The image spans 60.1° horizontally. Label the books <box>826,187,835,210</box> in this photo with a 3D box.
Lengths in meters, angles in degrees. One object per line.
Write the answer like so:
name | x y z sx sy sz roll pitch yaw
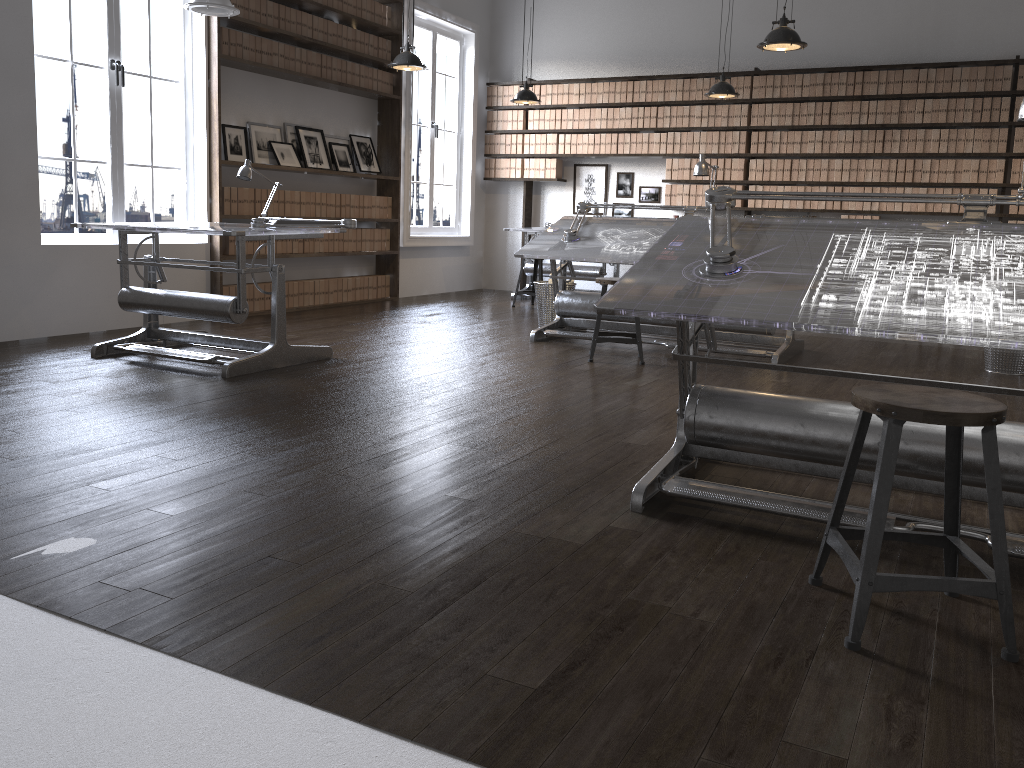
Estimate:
books | 3.184 -1.850 8.831 0.067 0.224 0.175 6 10 27

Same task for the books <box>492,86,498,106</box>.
books | -0.164 -3.372 10.416 0.067 0.224 0.175 6 10 27

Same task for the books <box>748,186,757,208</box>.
books | 2.503 -1.938 9.173 0.067 0.224 0.175 6 10 27

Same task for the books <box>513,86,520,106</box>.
books | 0.087 -3.340 10.289 0.067 0.224 0.175 6 10 27

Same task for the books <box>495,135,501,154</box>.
books | -0.130 -2.825 10.470 0.067 0.224 0.175 6 10 27

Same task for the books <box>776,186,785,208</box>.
books | 2.754 -1.905 9.046 0.067 0.224 0.175 6 10 27

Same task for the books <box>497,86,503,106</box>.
books | -0.098 -3.364 10.386 0.067 0.224 0.175 6 10 27

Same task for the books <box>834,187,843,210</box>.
books | 3.247 -1.841 8.791 0.067 0.224 0.175 6 10 27

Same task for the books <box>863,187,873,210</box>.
books | 3.490 -1.808 8.665 0.067 0.224 0.175 6 10 27

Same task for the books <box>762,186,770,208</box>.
books | 2.633 -1.922 9.114 0.067 0.224 0.175 6 10 27

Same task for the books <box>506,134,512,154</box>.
books | -0.004 -2.808 10.406 0.067 0.224 0.175 6 10 27

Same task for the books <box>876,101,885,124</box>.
books | 3.562 -2.606 8.537 0.067 0.224 0.175 6 10 27

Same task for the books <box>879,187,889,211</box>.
books | 3.620 -1.793 8.607 0.067 0.224 0.175 6 10 27

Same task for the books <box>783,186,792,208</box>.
books | 2.819 -1.897 9.014 0.067 0.224 0.175 6 10 27

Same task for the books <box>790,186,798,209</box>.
books | 2.875 -1.890 8.987 0.067 0.224 0.175 6 10 27

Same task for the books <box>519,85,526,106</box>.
books | 0.152 -3.331 10.257 0.067 0.224 0.175 6 10 27

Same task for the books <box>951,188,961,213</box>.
books | 4.171 -1.721 8.323 0.067 0.224 0.175 6 10 27

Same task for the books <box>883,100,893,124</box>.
books | 3.618 -2.599 8.510 0.067 0.224 0.175 6 10 27

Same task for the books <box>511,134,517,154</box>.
books | 0.060 -2.799 10.367 0.067 0.224 0.175 6 10 27

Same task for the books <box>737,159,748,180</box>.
books | 2.398 -2.219 9.195 0.067 0.224 0.175 6 10 27

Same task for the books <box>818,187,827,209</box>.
books | 3.118 -1.858 8.859 0.067 0.224 0.175 6 10 27

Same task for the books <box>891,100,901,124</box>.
books | 3.675 -2.590 8.475 0.067 0.224 0.175 6 10 27

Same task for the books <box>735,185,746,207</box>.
books | 2.386 -1.953 9.234 0.067 0.224 0.175 6 10 27

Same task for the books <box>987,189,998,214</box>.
books | 4.437 -1.685 8.182 0.067 0.224 0.175 6 10 27

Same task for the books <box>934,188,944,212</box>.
books | 4.045 -1.737 8.387 0.067 0.224 0.175 6 10 27

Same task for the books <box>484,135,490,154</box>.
books | -0.255 -2.840 10.528 0.067 0.224 0.175 6 10 27

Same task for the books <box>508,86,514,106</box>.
books | 0.027 -3.348 10.324 0.067 0.224 0.175 6 10 27

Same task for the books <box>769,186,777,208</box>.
books | 2.693 -1.914 9.081 0.067 0.224 0.175 6 10 27

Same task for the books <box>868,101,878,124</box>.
books | 3.497 -2.614 8.568 0.067 0.224 0.175 6 10 27

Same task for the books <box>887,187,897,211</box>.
books | 3.681 -1.785 8.573 0.067 0.224 0.175 6 10 27

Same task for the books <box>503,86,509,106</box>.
books | -0.034 -3.357 10.358 0.067 0.224 0.175 6 10 27

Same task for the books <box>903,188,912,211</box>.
books | 3.806 -1.768 8.507 0.067 0.224 0.175 6 10 27

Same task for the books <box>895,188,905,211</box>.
books | 3.741 -1.776 8.538 0.067 0.224 0.175 6 10 27

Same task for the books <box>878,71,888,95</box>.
books | 3.565 -2.879 8.503 0.067 0.224 0.175 6 10 27

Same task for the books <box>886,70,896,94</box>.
books | 3.628 -2.872 8.475 0.067 0.224 0.175 6 10 27

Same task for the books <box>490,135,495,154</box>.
books | -0.192 -2.833 10.502 0.067 0.224 0.175 6 10 27

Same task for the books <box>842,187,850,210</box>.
books | 3.316 -1.833 8.763 0.067 0.224 0.175 6 10 27

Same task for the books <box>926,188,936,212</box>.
books | 3.982 -1.745 8.419 0.067 0.224 0.175 6 10 27

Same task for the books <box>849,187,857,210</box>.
books | 3.372 -1.825 8.731 0.067 0.224 0.175 6 10 27

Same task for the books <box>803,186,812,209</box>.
books | 2.995 -1.875 8.927 0.067 0.224 0.175 6 10 27

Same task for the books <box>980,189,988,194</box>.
books | 4.367 -1.694 8.216 0.067 0.224 0.175 6 10 27

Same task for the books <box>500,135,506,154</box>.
books | -0.069 -2.816 10.434 0.067 0.224 0.175 6 10 27

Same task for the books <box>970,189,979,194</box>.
books | 4.303 -1.704 8.255 0.067 0.224 0.175 6 10 27

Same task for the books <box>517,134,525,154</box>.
books | 0.128 -2.791 10.338 0.067 0.224 0.175 6 10 27

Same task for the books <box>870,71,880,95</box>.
books | 3.499 -2.887 8.533 0.067 0.224 0.175 6 10 27

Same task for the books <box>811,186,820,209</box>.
books | 3.058 -1.866 8.895 0.067 0.224 0.175 6 10 27

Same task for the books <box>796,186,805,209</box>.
books | 2.932 -1.882 8.953 0.067 0.224 0.175 6 10 27

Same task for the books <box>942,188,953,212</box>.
books | 4.106 -1.728 8.351 0.067 0.224 0.175 6 10 27

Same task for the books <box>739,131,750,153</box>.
books | 2.408 -2.493 9.165 0.067 0.224 0.175 6 10 27

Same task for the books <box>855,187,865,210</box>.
books | 3.426 -1.817 8.698 0.067 0.224 0.175 6 10 27

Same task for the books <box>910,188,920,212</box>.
books | 3.863 -1.761 8.479 0.067 0.224 0.175 6 10 27

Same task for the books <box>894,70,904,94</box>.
books | 3.689 -2.863 8.441 0.067 0.224 0.175 6 10 27

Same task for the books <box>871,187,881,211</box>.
books | 3.556 -1.801 8.635 0.067 0.224 0.175 6 10 27

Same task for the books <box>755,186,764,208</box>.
books | 2.569 -1.930 9.143 0.067 0.224 0.175 6 10 27

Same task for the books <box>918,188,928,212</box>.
books | 3.920 -1.752 8.445 0.067 0.224 0.175 6 10 27

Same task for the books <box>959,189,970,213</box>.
books | 4.235 -1.711 8.284 0.067 0.224 0.175 6 10 27
